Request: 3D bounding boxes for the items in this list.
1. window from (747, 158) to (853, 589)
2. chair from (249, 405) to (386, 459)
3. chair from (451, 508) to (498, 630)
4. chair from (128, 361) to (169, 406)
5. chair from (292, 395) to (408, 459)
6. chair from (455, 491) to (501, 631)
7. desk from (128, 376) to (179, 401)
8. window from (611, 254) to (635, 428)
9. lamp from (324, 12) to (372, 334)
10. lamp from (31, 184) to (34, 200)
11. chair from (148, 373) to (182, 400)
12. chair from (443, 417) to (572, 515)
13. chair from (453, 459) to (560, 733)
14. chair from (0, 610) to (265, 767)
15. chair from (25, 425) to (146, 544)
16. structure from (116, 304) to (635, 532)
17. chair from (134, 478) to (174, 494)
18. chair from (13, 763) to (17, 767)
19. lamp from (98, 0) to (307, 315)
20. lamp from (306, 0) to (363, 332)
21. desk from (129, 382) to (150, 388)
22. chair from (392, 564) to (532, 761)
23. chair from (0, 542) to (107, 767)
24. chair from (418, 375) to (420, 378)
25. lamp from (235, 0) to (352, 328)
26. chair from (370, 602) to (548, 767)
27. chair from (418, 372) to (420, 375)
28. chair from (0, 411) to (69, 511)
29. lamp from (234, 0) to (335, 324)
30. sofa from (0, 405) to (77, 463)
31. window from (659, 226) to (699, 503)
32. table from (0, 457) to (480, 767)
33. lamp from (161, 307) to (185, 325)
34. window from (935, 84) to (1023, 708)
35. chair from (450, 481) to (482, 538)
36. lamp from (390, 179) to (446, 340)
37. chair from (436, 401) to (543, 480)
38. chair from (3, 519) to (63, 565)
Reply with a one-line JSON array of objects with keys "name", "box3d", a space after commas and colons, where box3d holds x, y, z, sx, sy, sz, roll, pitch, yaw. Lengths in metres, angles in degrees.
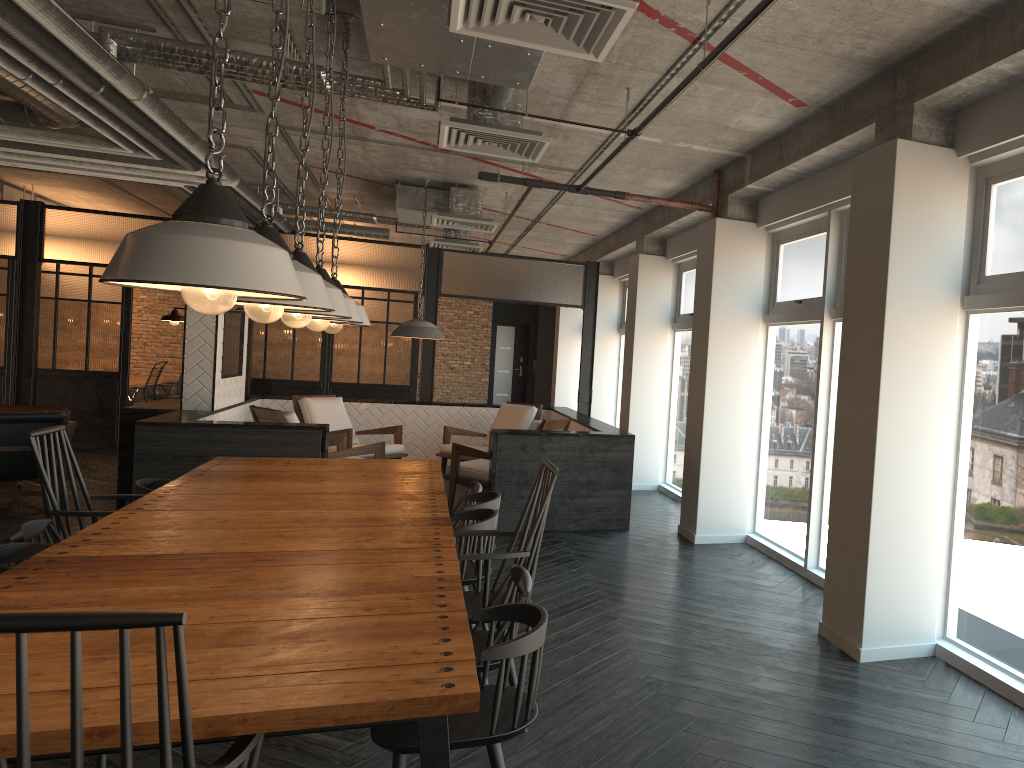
[{"name": "window", "box3d": [2.220, -0.049, 5.918, 0.267, 2.873, 2.287, 3, 2, -7]}, {"name": "chair", "box3d": [-1.634, 0.650, 7.067, 1.089, 0.906, 0.611, 2, 2, -44]}, {"name": "chair", "box3d": [-0.316, 0.942, 3.754, 0.492, 0.737, 0.339, 3, 2, -16]}, {"name": "chair", "box3d": [-5.072, 0.202, 11.136, 0.772, 1.062, 0.629, 3, 2, -15]}, {"name": "chair", "box3d": [-1.693, 0.593, 8.515, 0.845, 0.906, 0.798, 4, 2, 25]}, {"name": "chair", "box3d": [-0.308, 0.924, 4.241, 0.492, 0.737, 0.339, 3, 2, -16]}, {"name": "desk", "box3d": [-5.689, 0.286, 12.472, 0.878, 0.720, 1.507, 3, 2, -10]}, {"name": "window", "box3d": [1.654, -0.276, 11.046, 0.267, 2.873, 2.287, 3, 2, -7]}, {"name": "lamp", "box3d": [-0.863, -1.120, 4.182, 0.366, 1.736, 0.366, 3, 2, 4]}, {"name": "lamp", "box3d": [-5.880, -2.005, 11.396, 0.324, 0.857, 3.134, 3, 2, -7]}, {"name": "chair", "box3d": [-5.239, 0.135, 12.654, 0.772, 1.062, 0.629, 3, 2, -15]}, {"name": "chair", "box3d": [-0.015, 0.731, 7.648, 0.866, 0.906, 0.781, 4, 2, 19]}, {"name": "chair", "box3d": [-0.112, 0.824, 3.305, 0.541, 1.032, 0.416, 3, 2, -15]}, {"name": "chair", "box3d": [-0.733, 0.852, 1.488, 0.494, 1.032, 0.457, 3, 2, -9]}, {"name": "chair", "box3d": [-1.742, 0.710, 3.589, 0.541, 1.032, 0.416, 3, 2, -15]}, {"name": "structure", "box3d": [-1.161, 0.036, 8.103, 4.380, 2.114, 3.361, 3, 2, -15]}, {"name": "chair", "box3d": [-1.612, 0.846, 4.128, 0.492, 0.737, 0.339, 3, 2, -16]}, {"name": "chair", "box3d": [-1.592, 0.770, 2.228, 0.541, 1.032, 0.416, 3, 2, -15]}, {"name": "lamp", "box3d": [-0.593, -1.012, 1.734, 0.325, 1.736, 0.407, 4, 2, 28]}, {"name": "lamp", "box3d": [-0.796, -1.093, 3.570, 0.366, 1.736, 0.366, 3, 2, 4]}, {"name": "desk", "box3d": [-5.524, 0.352, 10.972, 0.878, 0.720, 1.507, 3, 2, -10]}, {"name": "chair", "box3d": [-0.194, 0.992, 2.787, 0.513, 0.725, 0.339, 3, 2, -16]}, {"name": "chair", "box3d": [-1.484, 0.905, 2.759, 0.492, 0.737, 0.339, 3, 2, -16]}, {"name": "chair", "box3d": [-1.734, 0.366, 12.401, 0.772, 1.062, 0.629, 3, 2, -15]}, {"name": "lamp", "box3d": [-0.728, -1.066, 2.959, 0.381, 1.736, 0.351, 3, 2, -3]}, {"name": "chair", "box3d": [-0.151, 1.007, 2.305, 0.492, 0.737, 0.339, 3, 2, -16]}, {"name": "chair", "box3d": [-1.901, 0.299, 13.918, 0.772, 1.062, 0.629, 3, 2, -15]}, {"name": "chair", "box3d": [-4.125, 0.569, 6.504, 0.871, 0.795, 0.865, 5, 2, 40]}, {"name": "lamp", "box3d": [-0.661, -1.039, 2.347, 0.416, 1.736, 0.316, 2, 2, -26]}, {"name": "sofa", "box3d": [-5.302, 0.519, 7.994, 1.793, 0.637, 0.605, 3, 2, -19]}, {"name": "window", "box3d": [1.937, -0.162, 8.479, 0.267, 2.873, 2.287, 3, 2, -7]}, {"name": "table", "box3d": [-0.873, 0.902, 3.151, 1.299, 0.791, 3.442, 3, 2, -8]}, {"name": "lamp", "box3d": [-2.859, -0.584, 7.096, 0.165, 0.171, 0.263, 5, 3, 43]}, {"name": "window", "box3d": [2.503, 0.064, 3.356, 0.267, 2.873, 2.287, 3, 2, -7]}, {"name": "chair", "box3d": [-0.429, 0.908, 4.624, 0.513, 0.725, 0.339, 3, 2, -16]}, {"name": "lamp", "box3d": [-0.877, -1.221, 8.131, 0.540, 1.544, 0.479, 3, 2, -7]}, {"name": "chair", "box3d": [-0.205, 0.663, 9.163, 0.621, 0.906, 1.075, 5, 2, 37]}, {"name": "chair", "box3d": [-1.616, 0.887, 3.184, 0.513, 0.725, 0.339, 3, 2, -16]}]
